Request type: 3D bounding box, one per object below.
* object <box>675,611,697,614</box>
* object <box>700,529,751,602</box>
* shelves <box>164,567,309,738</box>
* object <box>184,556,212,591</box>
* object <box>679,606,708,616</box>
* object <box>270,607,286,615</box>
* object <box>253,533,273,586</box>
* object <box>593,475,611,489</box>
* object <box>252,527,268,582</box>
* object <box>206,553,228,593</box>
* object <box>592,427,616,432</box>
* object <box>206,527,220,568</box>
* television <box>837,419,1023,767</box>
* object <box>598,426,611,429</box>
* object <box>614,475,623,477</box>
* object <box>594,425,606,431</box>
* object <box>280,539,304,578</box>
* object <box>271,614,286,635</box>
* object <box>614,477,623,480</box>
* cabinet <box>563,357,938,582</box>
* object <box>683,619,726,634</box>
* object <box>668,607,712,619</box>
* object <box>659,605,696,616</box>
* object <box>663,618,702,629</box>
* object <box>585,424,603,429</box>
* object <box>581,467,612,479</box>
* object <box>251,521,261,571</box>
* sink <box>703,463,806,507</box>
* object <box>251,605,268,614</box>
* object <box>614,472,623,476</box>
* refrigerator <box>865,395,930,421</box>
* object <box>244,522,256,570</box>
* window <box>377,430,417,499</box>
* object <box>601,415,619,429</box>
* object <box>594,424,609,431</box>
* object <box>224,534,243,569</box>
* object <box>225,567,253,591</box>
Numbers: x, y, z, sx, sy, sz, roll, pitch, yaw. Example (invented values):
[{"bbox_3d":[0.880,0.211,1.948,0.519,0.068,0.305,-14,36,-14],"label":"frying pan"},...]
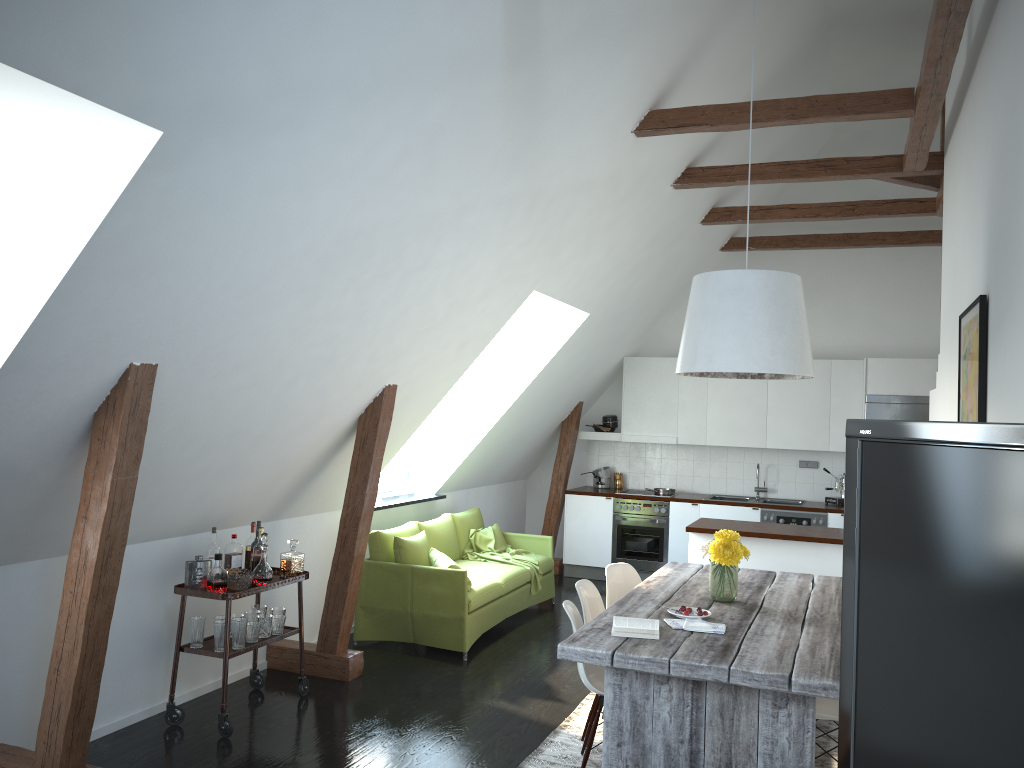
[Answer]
[{"bbox_3d":[0.825,1.086,4.207,0.110,0.011,0.058,1,-2,25],"label":"object"},{"bbox_3d":[1.107,0.940,4.606,0.233,0.365,0.293,2,-2,-8],"label":"object"},{"bbox_3d":[-1.505,1.456,4.964,0.438,0.732,0.803,2,-2,17],"label":"shelves"},{"bbox_3d":[-1.671,1.009,4.728,0.135,0.182,0.052,3,-2,-32],"label":"object"},{"bbox_3d":[0.857,1.079,4.207,0.132,0.034,0.144,2,-2,-7],"label":"object"},{"bbox_3d":[-1.371,1.372,5.187,0.095,0.119,0.095,3,-2,-17],"label":"object"},{"bbox_3d":[-1.377,0.970,4.915,0.114,0.292,0.114,2,-2,-7],"label":"object"},{"bbox_3d":[1.004,1.079,9.805,0.200,0.154,0.348,2,-2,1],"label":"object"},{"bbox_3d":[-1.427,0.965,5.024,0.081,0.307,0.081,1,-2,27],"label":"object"},{"bbox_3d":[-1.550,0.997,4.670,0.087,0.206,0.087,4,-3,-44],"label":"object"},{"bbox_3d":[1.019,0.504,9.792,0.243,0.056,0.350,2,-2,10],"label":"object"},{"bbox_3d":[-1.634,0.944,4.846,0.073,0.320,0.073,2,-2,12],"label":"object"},{"bbox_3d":[0.908,0.383,1.006,0.537,0.652,1.005,3,-2,-14],"label":"television"},{"bbox_3d":[1.020,0.482,9.794,0.065,0.031,0.335,3,-2,-22],"label":"object"},{"bbox_3d":[1.179,1.029,9.847,0.100,0.036,0.100,4,-2,-40],"label":"object"},{"bbox_3d":[0.964,0.483,9.757,0.065,0.065,0.332,3,-2,-12],"label":"object"},{"bbox_3d":[-1.287,1.022,5.198,0.101,0.211,0.101,1,-2,36],"label":"object"},{"bbox_3d":[-1.342,1.380,5.080,0.092,0.099,0.092,2,-2,-1],"label":"object"},{"bbox_3d":[1.179,1.046,9.846,0.100,0.036,0.100,3,-2,-12],"label":"object"},{"bbox_3d":[2.265,0.884,7.933,4.208,2.369,3.033,1,-2,21],"label":"cabinet"},{"bbox_3d":[0.866,1.087,3.982,0.182,0.016,0.179,2,-2,16],"label":"object"},{"bbox_3d":[0.840,1.090,4.202,0.205,0.024,0.205,2,-2,13],"label":"object"},{"bbox_3d":[0.787,1.078,4.216,0.194,0.022,0.019,1,-2,36],"label":"object"},{"bbox_3d":[0.794,1.086,4.027,0.182,0.014,0.185,2,-2,-5],"label":"object"},{"bbox_3d":[0.966,0.489,9.853,0.357,0.075,0.244,2,-2,-8],"label":"object"},{"bbox_3d":[0.928,1.000,9.870,0.371,0.169,0.203,2,-2,-7],"label":"object"},{"bbox_3d":[-1.464,0.954,5.105,0.080,0.329,0.080,2,-2,12],"label":"object"},{"bbox_3d":[2.493,1.080,9.074,0.963,0.519,0.671,1,-2,21],"label":"sink"},{"bbox_3d":[-1.493,1.369,5.231,0.095,0.119,0.095,3,-2,-17],"label":"object"},{"bbox_3d":[1.181,1.008,9.846,0.100,0.047,0.099,2,-2,17],"label":"object"},{"bbox_3d":[3.586,1.039,8.223,0.609,1.868,0.031,1,-2,21],"label":"refrigerator"},{"bbox_3d":[-1.530,0.967,5.227,0.081,0.308,0.081,2,-2,13],"label":"object"},{"bbox_3d":[0.476,-1.228,3.413,5.959,4.249,8.018,1,-2,21],"label":"window"},{"bbox_3d":[1.087,0.422,9.837,0.190,0.166,0.200,3,-2,-16],"label":"object"},{"bbox_3d":[0.979,0.477,9.762,0.061,0.077,0.331,3,-2,-21],"label":"object"},{"bbox_3d":[-1.585,0.984,5.043,0.067,0.257,0.099,1,-2,26],"label":"object"},{"bbox_3d":[-1.490,1.061,4.812,0.151,0.092,0.245,4,-2,-40],"label":"object"}]
